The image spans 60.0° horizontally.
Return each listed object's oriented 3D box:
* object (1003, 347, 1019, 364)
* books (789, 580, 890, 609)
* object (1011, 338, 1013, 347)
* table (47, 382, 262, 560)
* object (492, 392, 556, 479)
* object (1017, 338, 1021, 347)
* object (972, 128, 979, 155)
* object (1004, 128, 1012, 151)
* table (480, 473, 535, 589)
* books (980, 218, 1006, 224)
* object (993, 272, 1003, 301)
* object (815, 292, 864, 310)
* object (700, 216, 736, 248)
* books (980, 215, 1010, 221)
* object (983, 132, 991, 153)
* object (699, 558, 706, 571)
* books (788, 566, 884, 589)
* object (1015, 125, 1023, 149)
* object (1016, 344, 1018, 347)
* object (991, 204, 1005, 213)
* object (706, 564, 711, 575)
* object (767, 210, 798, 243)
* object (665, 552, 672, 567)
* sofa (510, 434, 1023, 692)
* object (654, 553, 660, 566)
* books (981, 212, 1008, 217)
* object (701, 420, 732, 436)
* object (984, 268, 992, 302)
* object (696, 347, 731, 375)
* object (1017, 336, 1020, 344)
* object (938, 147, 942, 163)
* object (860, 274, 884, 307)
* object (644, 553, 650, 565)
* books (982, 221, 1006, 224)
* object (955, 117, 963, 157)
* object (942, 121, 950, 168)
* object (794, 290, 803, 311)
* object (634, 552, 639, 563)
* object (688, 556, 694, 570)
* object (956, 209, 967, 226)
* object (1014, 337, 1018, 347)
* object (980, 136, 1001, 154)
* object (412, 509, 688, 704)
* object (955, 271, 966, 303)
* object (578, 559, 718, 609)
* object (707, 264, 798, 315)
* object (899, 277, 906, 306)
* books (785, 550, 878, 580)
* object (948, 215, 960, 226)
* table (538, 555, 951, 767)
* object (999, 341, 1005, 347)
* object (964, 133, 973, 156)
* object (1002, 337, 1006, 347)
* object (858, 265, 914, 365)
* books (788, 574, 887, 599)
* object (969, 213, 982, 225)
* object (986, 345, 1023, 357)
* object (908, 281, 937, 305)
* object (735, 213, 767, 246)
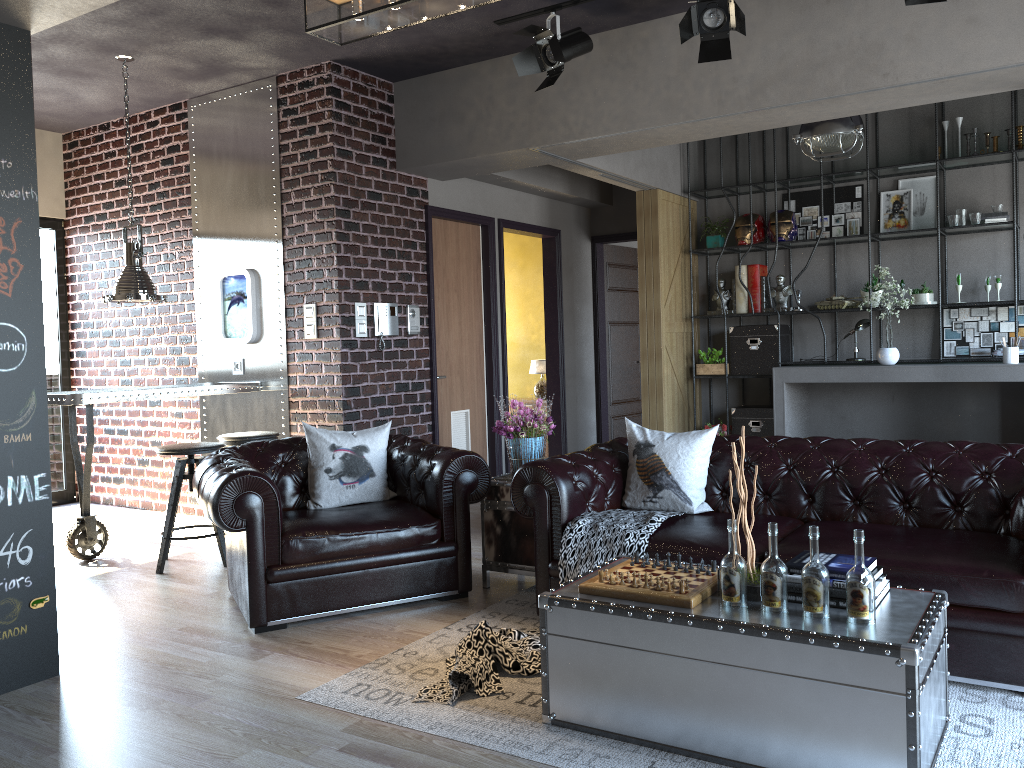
[{"bbox_3d":[4.000,-0.229,7.114,0.110,0.137,0.110,0,3,43],"label":"object"},{"bbox_3d":[1.094,0.705,3.034,0.324,0.035,0.306,0,3,33],"label":"books"},{"bbox_3d":[4.027,-0.284,7.143,0.009,0.167,0.061,0,2,45],"label":"object"},{"bbox_3d":[-2.592,0.589,6.459,0.656,1.129,1.600,-1,2,33],"label":"table"},{"bbox_3d":[0.077,0.289,4.999,0.352,0.484,0.349,-3,2,-27],"label":"object"},{"bbox_3d":[4.036,-0.285,7.093,0.062,0.169,0.009,-1,2,32],"label":"object"},{"bbox_3d":[3.895,-2.026,7.456,0.100,0.243,0.100,0,2,42],"label":"object"},{"bbox_3d":[4.167,-2.027,7.426,0.084,0.233,0.084,-1,2,14],"label":"object"},{"bbox_3d":[0.101,0.826,5.008,0.417,0.609,0.405,-1,2,33],"label":"table"},{"bbox_3d":[4.095,-1.385,7.572,0.166,0.024,0.227,-1,2,12],"label":"books"},{"bbox_3d":[4.059,-0.811,7.405,0.113,0.246,0.113,-3,2,-39],"label":"object"},{"bbox_3d":[3.044,-0.772,8.156,0.206,0.170,0.577,-3,2,-22],"label":"object"},{"bbox_3d":[2.007,-1.490,8.768,0.324,0.339,0.295,-2,2,-11],"label":"object"},{"bbox_3d":[4.106,-1.409,7.566,0.243,0.024,0.175,0,3,29],"label":"books"},{"bbox_3d":[4.053,-2.026,7.556,0.080,0.226,0.080,-2,2,6],"label":"object"},{"bbox_3d":[0.703,0.668,3.284,0.026,0.044,0.026,-2,2,-12],"label":"object"},{"bbox_3d":[1.092,0.649,3.033,0.282,0.026,0.266,0,3,35],"label":"books"},{"bbox_3d":[4.184,-2.022,7.299,0.130,0.232,0.130,-1,2,10],"label":"object"},{"bbox_3d":[4.014,-0.251,7.090,0.009,0.159,0.068,-3,2,-44],"label":"object"},{"bbox_3d":[4.119,-1.483,7.520,0.103,0.068,0.103,-1,2,25],"label":"object"},{"bbox_3d":[0.714,0.674,3.226,0.017,0.037,0.017,-3,2,-38],"label":"object"},{"bbox_3d":[2.556,-1.490,8.398,0.280,0.327,0.399,-1,2,23],"label":"object"},{"bbox_3d":[0.592,0.663,3.357,0.025,0.055,0.025,-2,2,-12],"label":"object"},{"bbox_3d":[1.365,0.707,4.196,2.565,0.838,1.240,0,3,32],"label":"sofa"},{"bbox_3d":[0.553,0.667,3.381,0.022,0.047,0.022,-2,2,-12],"label":"object"},{"bbox_3d":[4.095,-1.435,7.565,0.225,0.029,0.179,-1,3,25],"label":"books"},{"bbox_3d":[2.001,0.518,8.783,0.345,0.362,0.332,0,2,36],"label":"object"},{"bbox_3d":[4.119,-0.852,7.676,0.113,0.301,0.113,-3,2,-39],"label":"object"},{"bbox_3d":[1.972,-0.227,8.684,0.304,0.265,0.180,0,2,33],"label":"object"},{"bbox_3d":[4.043,-0.293,7.103,0.052,0.185,0.009,-1,2,34],"label":"object"},{"bbox_3d":[3.662,-1.967,7.605,0.135,0.129,0.135,-2,2,6],"label":"object"},{"bbox_3d":[3.236,-0.838,7.961,0.136,0.305,0.193,-3,2,-23],"label":"object"},{"bbox_3d":[0.517,0.669,3.403,0.026,0.044,0.026,-2,2,-12],"label":"object"},{"bbox_3d":[4.101,-1.356,7.564,0.179,0.034,0.243,-1,2,16],"label":"books"},{"bbox_3d":[3.875,-2.108,7.678,0.128,0.390,0.128,-2,2,-8],"label":"object"},{"bbox_3d":[3.819,-2.111,7.799,0.128,0.390,0.128,-2,2,1],"label":"object"},{"bbox_3d":[2.669,-0.780,8.263,0.093,0.200,0.093,-1,2,28],"label":"object"},{"bbox_3d":[0.481,0.671,3.429,0.019,0.040,0.019,-2,2,7],"label":"object"},{"bbox_3d":[0.667,0.667,3.309,0.022,0.047,0.022,-2,2,-12],"label":"object"},{"bbox_3d":[3.836,-1.409,7.565,0.087,0.155,0.087,-4,2,-45],"label":"object"},{"bbox_3d":[4.041,-0.275,7.126,0.037,0.204,0.023,-2,2,-18],"label":"object"},{"bbox_3d":[4.027,-1.981,7.384,0.189,0.152,0.189,-3,2,-34],"label":"object"},{"bbox_3d":[0.231,0.921,3.948,1.700,0.569,0.562,-4,3,-37],"label":"object"},{"bbox_3d":[3.794,-0.823,7.530,0.113,0.275,0.113,-1,2,36],"label":"object"},{"bbox_3d":[0.529,0.717,3.216,0.429,0.036,0.429,0,3,33],"label":"object"},{"bbox_3d":[2.326,-0.914,8.606,0.833,0.466,0.290,0,2,33],"label":"object"},{"bbox_3d":[3.524,-0.833,8.001,0.113,0.273,0.113,-2,2,-1],"label":"object"},{"bbox_3d":[1.091,0.621,3.032,0.251,0.030,0.237,0,3,34],"label":"books"},{"bbox_3d":[3.739,-1.376,7.505,0.092,0.099,0.092,-2,2,-20],"label":"object"},{"bbox_3d":[0.796,0.956,3.090,1.254,0.469,0.684,0,3,33],"label":"table"},{"bbox_3d":[3.989,-0.265,7.135,0.137,0.190,0.009,0,2,36],"label":"object"},{"bbox_3d":[3.885,-2.024,7.549,0.084,0.233,0.084,-3,2,-30],"label":"object"},{"bbox_3d":[3.985,-0.275,7.154,0.023,0.202,0.046,-2,2,-21],"label":"object"},{"bbox_3d":[3.180,-0.591,7.482,0.398,0.852,0.420,-2,2,-11],"label":"object"},{"bbox_3d":[1.086,0.675,3.024,0.315,0.026,0.270,0,3,33],"label":"books"},{"bbox_3d":[3.876,-1.377,7.417,0.092,0.099,0.093,-2,2,-10],"label":"object"},{"bbox_3d":[4.193,-0.281,7.466,0.351,0.111,0.379,-3,3,-25],"label":"object"},{"bbox_3d":[3.589,-0.794,7.759,0.235,0.212,0.235,-2,2,-12],"label":"object"},{"bbox_3d":[2.288,-1.488,8.571,0.280,0.327,0.399,0,3,38],"label":"object"}]
